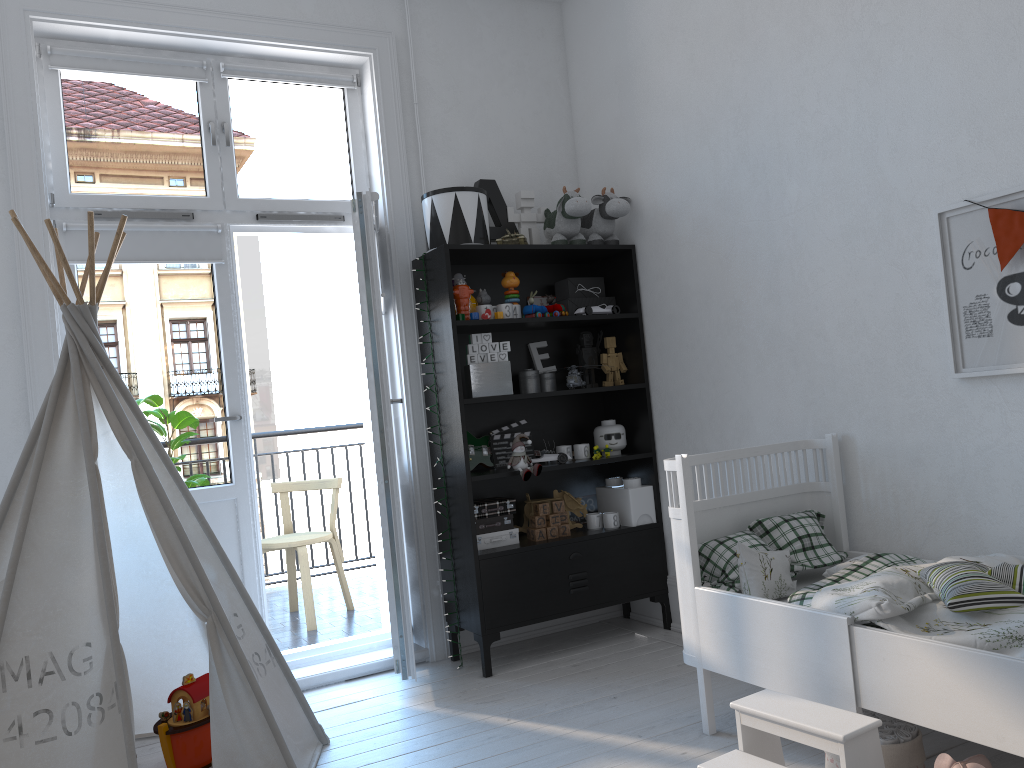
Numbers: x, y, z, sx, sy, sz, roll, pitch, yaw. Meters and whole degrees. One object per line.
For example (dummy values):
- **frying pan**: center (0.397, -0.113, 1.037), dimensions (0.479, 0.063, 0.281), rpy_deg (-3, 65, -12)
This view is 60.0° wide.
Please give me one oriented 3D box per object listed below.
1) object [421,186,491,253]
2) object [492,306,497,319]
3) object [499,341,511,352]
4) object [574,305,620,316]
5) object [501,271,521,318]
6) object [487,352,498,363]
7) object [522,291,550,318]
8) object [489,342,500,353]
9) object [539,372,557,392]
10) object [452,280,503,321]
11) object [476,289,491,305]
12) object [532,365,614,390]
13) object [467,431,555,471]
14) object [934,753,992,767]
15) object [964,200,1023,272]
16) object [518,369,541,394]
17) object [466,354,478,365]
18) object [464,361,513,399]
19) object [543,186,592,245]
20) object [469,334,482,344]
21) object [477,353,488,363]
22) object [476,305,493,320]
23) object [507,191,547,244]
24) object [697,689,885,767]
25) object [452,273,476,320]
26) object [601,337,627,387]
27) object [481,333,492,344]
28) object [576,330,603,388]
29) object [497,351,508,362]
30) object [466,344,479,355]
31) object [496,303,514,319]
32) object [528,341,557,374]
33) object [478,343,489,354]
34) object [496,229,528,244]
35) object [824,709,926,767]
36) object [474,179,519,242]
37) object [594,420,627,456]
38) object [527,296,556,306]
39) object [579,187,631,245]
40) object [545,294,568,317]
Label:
- **object**: center (-0.229, -0.667, 3.720), dimensions (0.272, 0.259, 0.395), rpy_deg (-6, -1, 0)
- **object**: center (-0.085, -0.285, 3.666), dimensions (0.067, 0.067, 0.067), rpy_deg (-7, -2, 36)
- **object**: center (-0.029, -0.150, 3.590), dimensions (0.040, 0.040, 0.040), rpy_deg (-5, -1, -3)
- **object**: center (0.365, -0.315, 3.832), dimensions (0.230, 0.048, 0.098), rpy_deg (-4, -2, -38)
- **object**: center (-0.001, -0.366, 3.694), dimensions (0.077, 0.213, 0.077), rpy_deg (-6, -1, 5)
- **object**: center (-0.081, -0.105, 3.576), dimensions (0.040, 0.040, 0.040), rpy_deg (-5, -1, -13)
- **object**: center (0.100, -0.330, 3.745), dimensions (0.087, 0.126, 0.121), rpy_deg (-7, -2, 39)
- **object**: center (-0.072, -0.146, 3.580), dimensions (0.040, 0.040, 0.040), rpy_deg (-6, -1, 2)
- **object**: center (0.203, -0.015, 3.847), dimensions (0.078, 0.091, 0.246), rpy_deg (-5, -2, -34)
- **object**: center (-0.198, -0.339, 3.640), dimensions (0.197, 0.197, 0.318), rpy_deg (-5, -2, -32)
- **object**: center (-0.118, -0.326, 3.768), dimensions (0.063, 0.160, 0.063), rpy_deg (-7, -2, 40)
- **object**: center (0.264, -0.027, 3.843), dimensions (0.367, 0.106, 0.349), rpy_deg (-5, -2, -27)
- **object**: center (-0.047, 0.293, 3.815), dimensions (0.542, 0.239, 0.093), rpy_deg (-5, -1, -28)
- **object**: center (0.993, 0.904, 1.960), dimensions (0.254, 0.151, 0.125), rpy_deg (-5, -2, -29)
- **object**: center (1.476, -0.493, 2.119), dimensions (0.058, 0.415, 0.905), rpy_deg (-5, -2, -29)
- **object**: center (0.077, -0.010, 3.874), dimensions (0.095, 0.110, 0.095), rpy_deg (-5, -1, -24)
- **object**: center (-0.162, -0.097, 3.557), dimensions (0.040, 0.040, 0.040), rpy_deg (-5, -1, -13)
- **object**: center (-0.096, -0.014, 3.605), dimensions (0.170, 0.138, 0.124), rpy_deg (-5, -1, -13)
- **object**: center (0.223, -0.701, 3.825), dimensions (0.154, 0.253, 0.370), rpy_deg (-5, -2, -20)
- **object**: center (-0.147, -0.180, 3.563), dimensions (0.040, 0.040, 0.040), rpy_deg (-5, -1, -23)
- **object**: center (-0.126, -0.100, 3.573), dimensions (0.040, 0.040, 0.040), rpy_deg (-5, -1, -23)
- **object**: center (-0.111, -0.284, 3.602), dimensions (0.067, 0.067, 0.067), rpy_deg (-5, -2, -27)
- **object**: center (0.069, -0.705, 3.931), dimensions (0.190, 0.290, 0.065), rpy_deg (-5, -1, -23)
- **object**: center (0.648, 0.893, 2.051), dimensions (0.288, 0.245, 0.332), rpy_deg (-5, -2, -33)
- **object**: center (-0.195, -0.346, 3.562), dimensions (0.105, 0.203, 0.072), rpy_deg (-5, -1, -21)
- **object**: center (0.448, -0.099, 3.934), dimensions (0.114, 0.221, 0.052), rpy_deg (-5, -1, -29)
- **object**: center (-0.107, -0.183, 3.573), dimensions (0.040, 0.040, 0.040), rpy_deg (-5, -1, -18)
- **object**: center (0.351, -0.109, 3.953), dimensions (0.117, 0.259, 0.081), rpy_deg (-5, -1, -28)
- **object**: center (-0.036, -0.109, 3.586), dimensions (0.040, 0.040, 0.040), rpy_deg (-6, -1, 2)
- **object**: center (-0.160, -0.138, 3.559), dimensions (0.040, 0.040, 0.040), rpy_deg (-5, -1, -18)
- **object**: center (-0.027, -0.292, 3.630), dimensions (0.067, 0.067, 0.067), rpy_deg (-5, -2, -27)
- **object**: center (0.135, -0.117, 3.961), dimensions (0.107, 0.151, 0.055), rpy_deg (-5, -1, -28)
- **object**: center (-0.116, -0.142, 3.569), dimensions (0.040, 0.040, 0.040), rpy_deg (-5, -1, -8)
- **object**: center (0.000, -0.609, 3.714), dimensions (0.121, 0.100, 0.338), rpy_deg (-6, -2, 7)
- **object**: center (0.904, 0.922, 2.219), dimensions (0.215, 0.147, 0.240), rpy_deg (-5, -2, -21)
- **object**: center (-0.100, -0.717, 3.877), dimensions (0.343, 0.344, 0.057), rpy_deg (-5, -1, -28)
- **object**: center (0.434, 0.240, 3.924), dimensions (0.139, 0.162, 0.139), rpy_deg (-7, -2, 37)
- **object**: center (0.232, -0.340, 4.041), dimensions (0.347, 0.131, 0.037), rpy_deg (-5, -1, -28)
- **object**: center (0.355, -0.711, 3.901), dimensions (0.211, 0.253, 0.387), rpy_deg (-4, -2, -45)
- **object**: center (0.176, -0.335, 3.834), dimensions (0.122, 0.112, 0.087), rpy_deg (-6, -2, 32)
